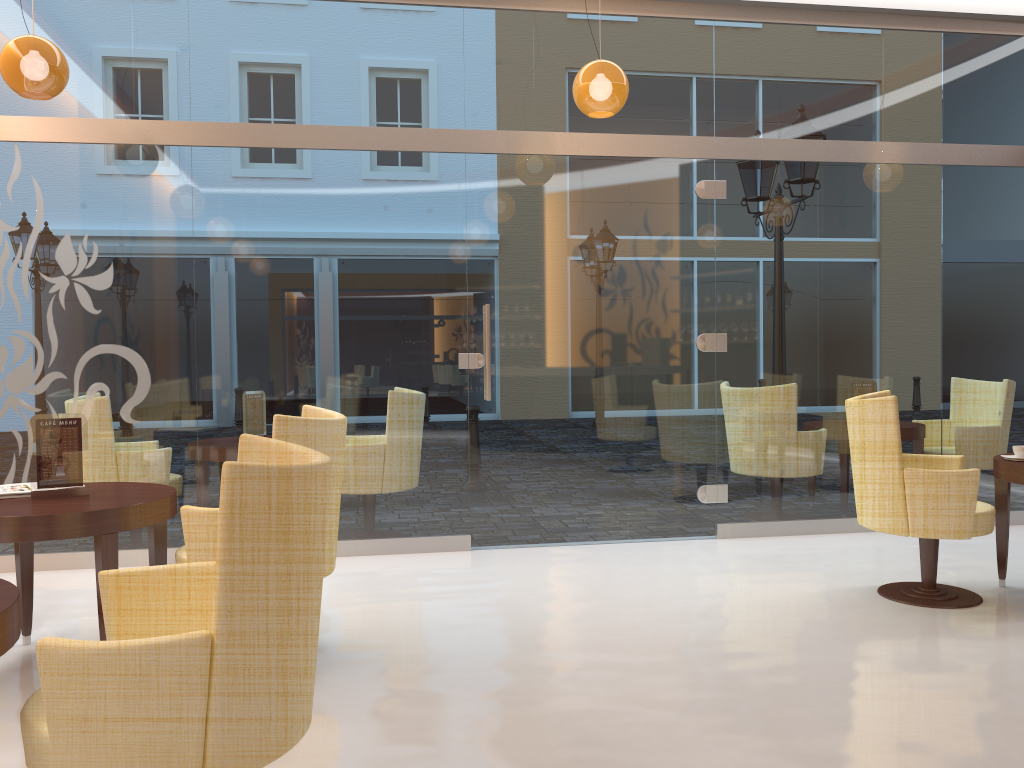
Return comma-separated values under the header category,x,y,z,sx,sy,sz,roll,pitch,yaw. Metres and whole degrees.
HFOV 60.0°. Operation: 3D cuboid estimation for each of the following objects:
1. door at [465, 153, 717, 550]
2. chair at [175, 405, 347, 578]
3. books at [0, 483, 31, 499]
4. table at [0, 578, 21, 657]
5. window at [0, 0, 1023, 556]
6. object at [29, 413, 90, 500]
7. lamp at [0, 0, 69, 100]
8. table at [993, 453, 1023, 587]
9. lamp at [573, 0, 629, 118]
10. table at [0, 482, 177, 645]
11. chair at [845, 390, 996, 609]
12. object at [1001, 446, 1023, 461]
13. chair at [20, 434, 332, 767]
category,x,y,z,sx,sy,sz,roll,pitch,yaw
door,0.532,-0.210,5.716,1.640,2.499,0.020,-1,2,-9
chair,-1.013,0.613,3.614,0.685,1.017,0.729,-1,2,-6
books,-1.987,0.438,3.702,0.339,0.028,0.273,-2,2,-34
table,-1.530,0.839,1.877,0.872,0.679,0.874,0,2,27
window,0.526,-0.709,5.702,8.200,3.380,0.040,-1,2,-9
object,-1.812,0.286,3.552,0.209,0.335,0.042,-2,2,-26
lamp,-2.300,-2.133,4.241,0.299,1.500,0.299,-1,2,-9
table,2.840,0.715,4.322,0.872,0.679,0.874,1,2,37
lamp,0.464,-2.180,4.690,0.299,1.500,0.299,-2,2,-35
table,-1.806,0.793,3.567,0.872,0.679,0.874,1,2,37
chair,2.036,0.552,4.445,0.685,1.017,0.729,0,2,23
object,2.520,0.343,4.388,0.153,0.069,0.153,-1,2,-9
chair,-0.762,0.655,2.075,0.685,1.017,0.729,-1,2,-12
